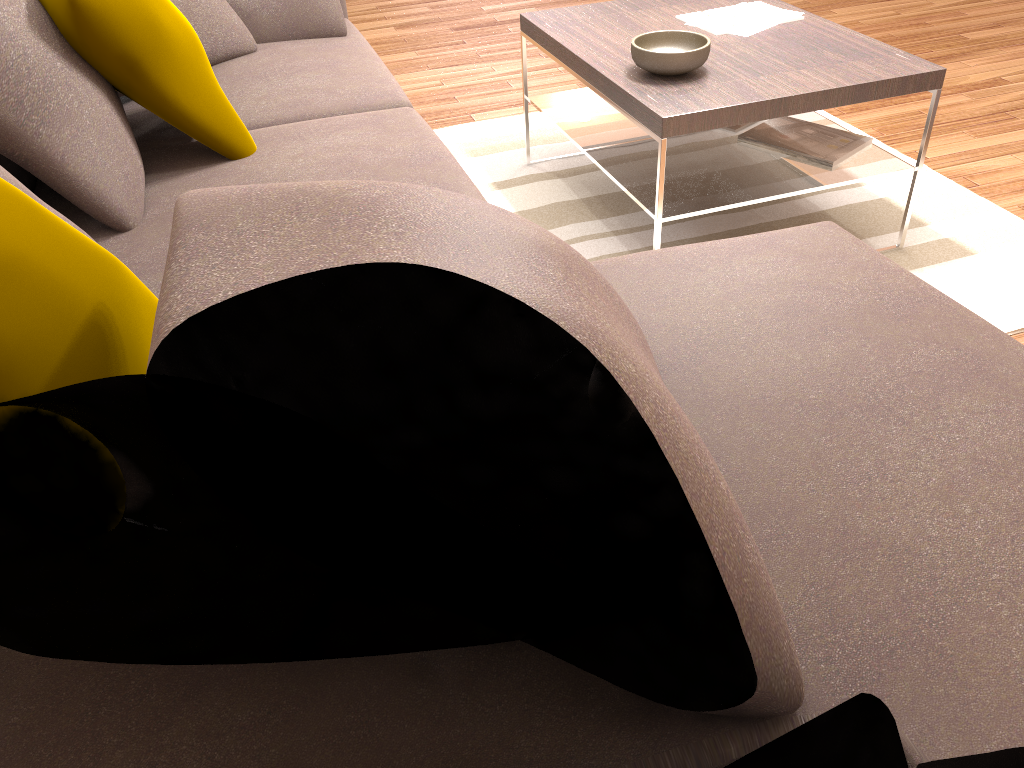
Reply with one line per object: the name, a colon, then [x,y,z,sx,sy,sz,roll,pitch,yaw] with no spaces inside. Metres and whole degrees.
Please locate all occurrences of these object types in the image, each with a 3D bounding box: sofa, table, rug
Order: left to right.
sofa: [-0.391,-0.296,2.106,1.906,0.776,3.565,-13,38,-13]
rug: [0.635,-0.635,3.094,1.791,0.024,2.122,-13,38,-13]
table: [0.621,-0.852,2.919,0.856,0.558,1.110,-13,38,-13]

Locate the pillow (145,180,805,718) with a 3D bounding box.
pillow: [-0.060,-0.005,1.039,0.645,0.415,0.792,-10,37,-9]

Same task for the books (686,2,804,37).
books: [0.761,-1.192,2.902,0.332,0.008,0.241,-32,45,-32]

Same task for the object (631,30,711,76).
object: [0.444,-0.923,2.493,0.219,0.081,0.219,-10,37,-9]

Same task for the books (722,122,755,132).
books: [0.761,-0.942,3.033,0.332,0.008,0.241,-31,45,-32]

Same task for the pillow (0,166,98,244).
pillow: [-0.996,-0.217,1.353,0.431,0.576,0.787,-4,37,-1]

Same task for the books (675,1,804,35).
books: [0.742,-1.199,2.901,0.332,0.010,0.241,-17,39,-17]

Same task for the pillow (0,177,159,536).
pillow: [-0.685,-0.074,1.203,0.335,0.486,0.631,-12,38,-11]

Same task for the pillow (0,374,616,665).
pillow: [-0.365,0.102,0.735,0.806,0.578,0.483,15,40,22]

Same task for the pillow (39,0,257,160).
pillow: [-0.928,-0.816,2.162,0.382,0.492,0.658,-21,40,-22]

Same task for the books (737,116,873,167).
books: [0.922,-0.767,2.797,0.241,0.026,0.332,-32,46,-33]

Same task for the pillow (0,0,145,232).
pillow: [-1.120,-0.678,1.944,0.459,0.590,0.783,-17,39,-17]

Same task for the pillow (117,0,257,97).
pillow: [-1.167,-1.137,2.418,0.399,0.635,0.811,16,41,24]

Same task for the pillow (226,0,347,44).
pillow: [-0.996,-1.358,2.936,0.749,0.470,0.560,-16,39,-16]
